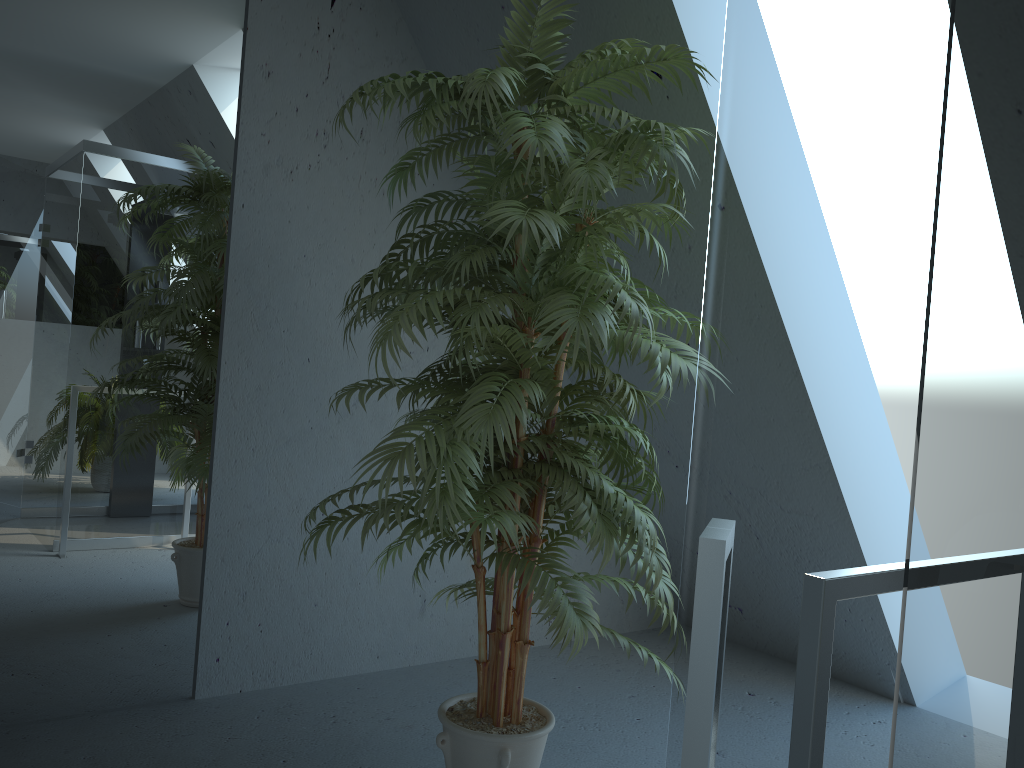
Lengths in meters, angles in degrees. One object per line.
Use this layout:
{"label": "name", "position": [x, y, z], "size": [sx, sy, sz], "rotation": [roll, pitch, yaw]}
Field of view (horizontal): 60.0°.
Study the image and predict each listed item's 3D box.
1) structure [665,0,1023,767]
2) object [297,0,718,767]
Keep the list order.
{"label": "structure", "position": [0.950, 0.084, 0.833], "size": [1.835, 2.114, 1.184], "rotation": [4, 0, -37]}
{"label": "object", "position": [0.034, 0.042, 2.151], "size": [0.980, 2.034, 1.020], "rotation": [5, 0, 11]}
